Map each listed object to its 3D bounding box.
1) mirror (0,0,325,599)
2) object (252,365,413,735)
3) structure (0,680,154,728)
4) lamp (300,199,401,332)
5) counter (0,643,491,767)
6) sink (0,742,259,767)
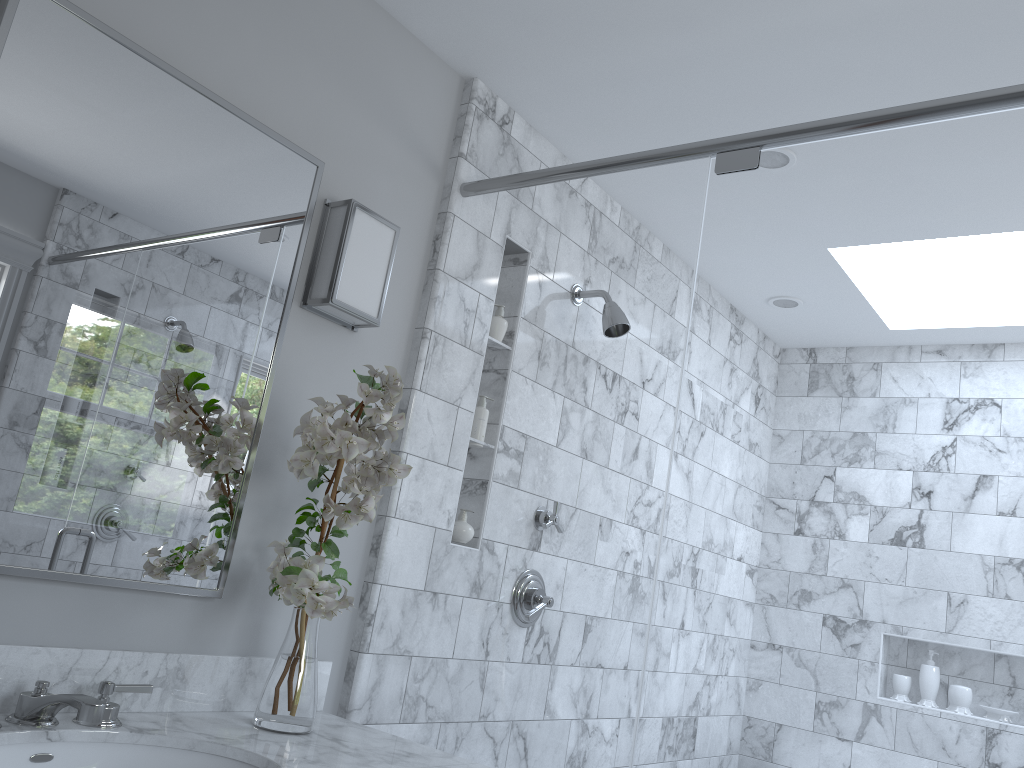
[{"bbox_3d":[-0.718,-0.129,1.649,0.030,0.977,0.694,0,-16,37],"label":"mirror"},{"bbox_3d":[-0.359,0.327,1.743,0.225,0.706,0.374,15,-14,-20],"label":"object"},{"bbox_3d":[-0.766,0.521,1.453,0.256,0.069,0.295,10,-13,-2],"label":"structure"},{"bbox_3d":[-0.368,-0.276,2.061,0.091,0.266,0.175,0,-16,37],"label":"lamp"},{"bbox_3d":[-0.735,0.884,1.121,0.638,0.983,1.657,0,-16,37],"label":"counter"},{"bbox_3d":[-0.621,0.698,1.261,0.517,0.270,0.494,10,-13,-3],"label":"sink"}]
